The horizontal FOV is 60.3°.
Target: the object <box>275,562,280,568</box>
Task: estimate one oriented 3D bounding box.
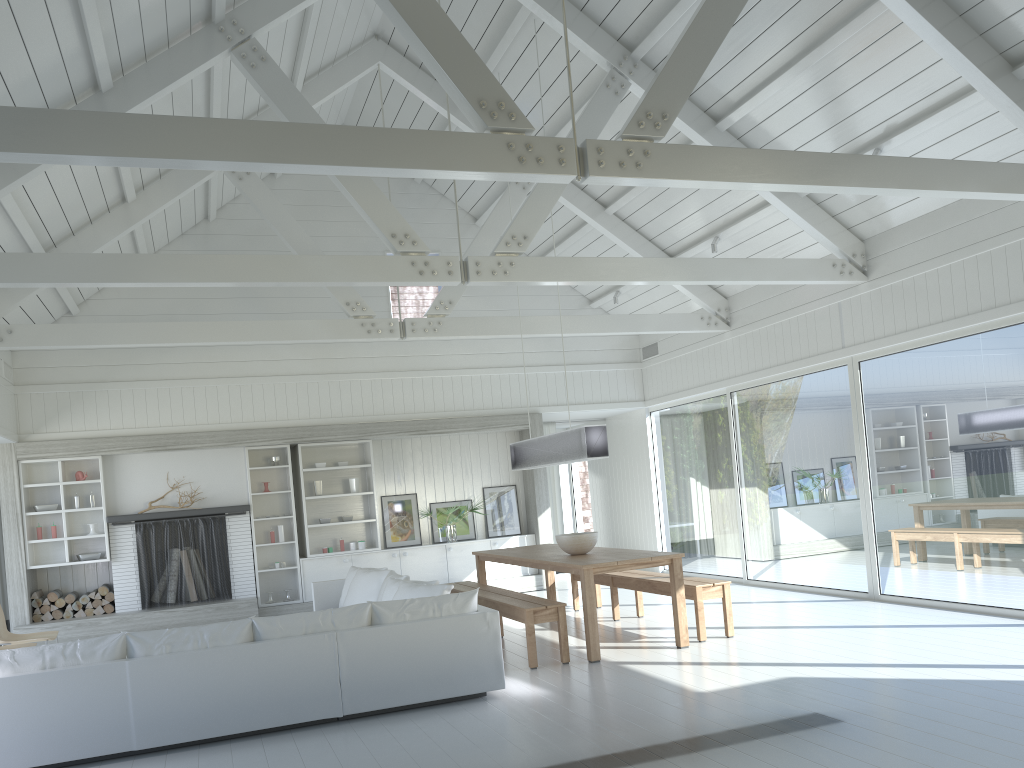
[{"bbox_3d":[-2.974,2.293,11.168,0.054,0.071,0.055,-4,-3,-20],"label":"object"}]

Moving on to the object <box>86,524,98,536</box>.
[{"bbox_3d":[-4.943,1.714,10.385,0.136,0.130,0.138,-2,-5,-32],"label":"object"}]

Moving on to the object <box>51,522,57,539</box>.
[{"bbox_3d":[-5.327,1.698,10.254,0.054,0.196,0.054,-5,-1,-19],"label":"object"}]

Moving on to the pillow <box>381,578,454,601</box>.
[{"bbox_3d":[-0.819,1.822,7.069,0.464,0.476,1.328,-3,-6,-28],"label":"pillow"}]

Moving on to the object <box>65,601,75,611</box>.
[{"bbox_3d":[-5.224,2.625,10.445,0.080,0.080,0.481,-3,-7,-21],"label":"object"}]

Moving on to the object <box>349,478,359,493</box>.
[{"bbox_3d":[-2.057,1.329,11.523,0.103,0.196,0.102,-6,-2,25],"label":"object"}]

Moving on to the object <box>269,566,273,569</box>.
[{"bbox_3d":[-3.044,2.319,11.142,0.054,0.025,0.055,-3,-6,-20],"label":"object"}]

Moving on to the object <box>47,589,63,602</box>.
[{"bbox_3d":[-5.390,2.496,10.406,0.110,0.110,0.498,-3,-7,-21],"label":"object"}]

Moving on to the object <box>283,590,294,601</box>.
[{"bbox_3d":[-2.841,2.682,11.192,0.137,0.130,0.137,-7,-4,23],"label":"object"}]

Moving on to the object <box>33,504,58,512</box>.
[{"bbox_3d":[-5.420,1.447,10.248,0.241,0.072,0.244,-1,-8,-34],"label":"object"}]

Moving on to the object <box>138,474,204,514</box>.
[{"bbox_3d":[-4.026,1.285,10.582,0.460,0.501,0.782,-8,-6,40],"label":"object"}]

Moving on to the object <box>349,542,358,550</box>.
[{"bbox_3d":[-2.070,2.121,11.532,0.092,0.095,0.090,-6,-4,14],"label":"object"}]

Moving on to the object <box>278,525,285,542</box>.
[{"bbox_3d":[-2.933,1.900,11.195,0.072,0.211,0.071,-4,-1,-20],"label":"object"}]

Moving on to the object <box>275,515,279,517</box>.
[{"bbox_3d":[-2.990,1.682,11.226,0.054,0.025,0.055,-3,-6,-20],"label":"object"}]

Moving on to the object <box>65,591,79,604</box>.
[{"bbox_3d":[-5.223,2.533,10.463,0.109,0.109,0.498,-3,-7,-21],"label":"object"}]

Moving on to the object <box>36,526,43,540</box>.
[{"bbox_3d":[-5.470,1.704,10.203,0.054,0.196,0.054,-5,-1,-19],"label":"object"}]

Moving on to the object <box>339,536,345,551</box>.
[{"bbox_3d":[-2.208,2.071,11.445,0.054,0.196,0.054,-5,-1,-21],"label":"object"}]

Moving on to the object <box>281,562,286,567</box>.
[{"bbox_3d":[-2.903,2.295,11.191,0.058,0.061,0.058,-4,-4,-20],"label":"object"}]

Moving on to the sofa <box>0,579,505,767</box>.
[{"bbox_3d":[-2.380,2.102,7.297,3.468,0.736,4.164,-3,-7,-20],"label":"sofa"}]

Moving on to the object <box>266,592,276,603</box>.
[{"bbox_3d":[-3.047,2.691,11.119,0.137,0.130,0.137,-7,-4,23],"label":"object"}]

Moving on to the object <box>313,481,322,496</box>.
[{"bbox_3d":[-2.498,1.348,11.367,0.102,0.196,0.103,-4,-2,-20],"label":"object"}]

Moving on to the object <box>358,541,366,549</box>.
[{"bbox_3d":[-1.959,2.099,11.500,0.085,0.111,0.085,-6,-3,15],"label":"object"}]

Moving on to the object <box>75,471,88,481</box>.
[{"bbox_3d":[-5.068,1.082,10.361,0.232,0.126,0.059,-8,-3,25],"label":"object"}]

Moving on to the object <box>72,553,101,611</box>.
[{"bbox_3d":[-5.091,2.345,10.479,0.340,0.642,0.616,-4,-4,-35],"label":"object"}]

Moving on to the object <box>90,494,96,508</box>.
[{"bbox_3d":[-4.949,1.362,10.402,0.054,0.196,0.054,-5,-1,-19],"label":"object"}]

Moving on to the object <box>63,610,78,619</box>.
[{"bbox_3d":[-5.236,2.699,10.460,0.105,0.114,0.521,-4,-7,-21],"label":"object"}]

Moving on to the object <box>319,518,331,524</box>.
[{"bbox_3d":[-2.414,1.767,11.379,0.141,0.066,0.142,-3,-6,-20],"label":"object"}]

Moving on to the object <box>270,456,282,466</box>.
[{"bbox_3d":[-2.997,0.985,11.182,0.162,0.124,0.162,-6,-5,13],"label":"object"}]

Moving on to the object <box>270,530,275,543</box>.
[{"bbox_3d":[-3.033,1.912,11.161,0.054,0.196,0.054,-5,-1,-21],"label":"object"}]

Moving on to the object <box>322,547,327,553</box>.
[{"bbox_3d":[-2.410,2.139,11.354,0.054,0.071,0.055,-2,-4,-41],"label":"object"}]

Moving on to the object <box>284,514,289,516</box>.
[{"bbox_3d":[-2.896,1.685,11.317,0.054,0.025,0.055,-3,-6,-20],"label":"object"}]

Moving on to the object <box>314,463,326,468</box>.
[{"bbox_3d":[-2.476,1.056,11.388,0.141,0.066,0.142,-3,-6,-20],"label":"object"}]

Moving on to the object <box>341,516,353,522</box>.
[{"bbox_3d":[-2.171,1.775,11.615,0.141,0.066,0.142,-3,-6,-20],"label":"object"}]

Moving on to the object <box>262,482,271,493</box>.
[{"bbox_3d":[-3.109,1.310,11.157,0.137,0.130,0.137,-7,-4,23],"label":"object"}]

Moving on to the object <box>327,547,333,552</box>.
[{"bbox_3d":[-2.353,2.146,11.402,0.058,0.061,0.058,-2,-5,-42],"label":"object"}]

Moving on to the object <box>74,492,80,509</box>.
[{"bbox_3d":[-5.105,1.369,10.346,0.054,0.196,0.054,-5,-1,-19],"label":"object"}]

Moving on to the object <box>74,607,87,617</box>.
[{"bbox_3d":[-5.116,2.728,10.510,0.134,0.146,0.552,-4,-7,-20],"label":"object"}]

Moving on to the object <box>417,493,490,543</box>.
[{"bbox_3d":[-0.754,1.799,11.767,0.969,0.628,0.626,-3,-4,-22],"label":"object"}]

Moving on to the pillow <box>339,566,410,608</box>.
[{"bbox_3d":[-1.333,2.061,8.651,0.461,0.476,2.073,-3,-7,-27],"label":"pillow"}]

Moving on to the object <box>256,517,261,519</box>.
[{"bbox_3d":[-3.176,1.676,11.044,0.054,0.025,0.055,-3,-6,-20],"label":"object"}]

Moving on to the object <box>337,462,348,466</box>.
[{"bbox_3d":[-2.233,1.064,11.624,0.141,0.066,0.142,-3,-6,-20],"label":"object"}]

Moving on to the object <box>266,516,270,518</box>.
[{"bbox_3d":[-3.083,1.679,11.135,0.054,0.025,0.055,-3,-6,-20],"label":"object"}]
